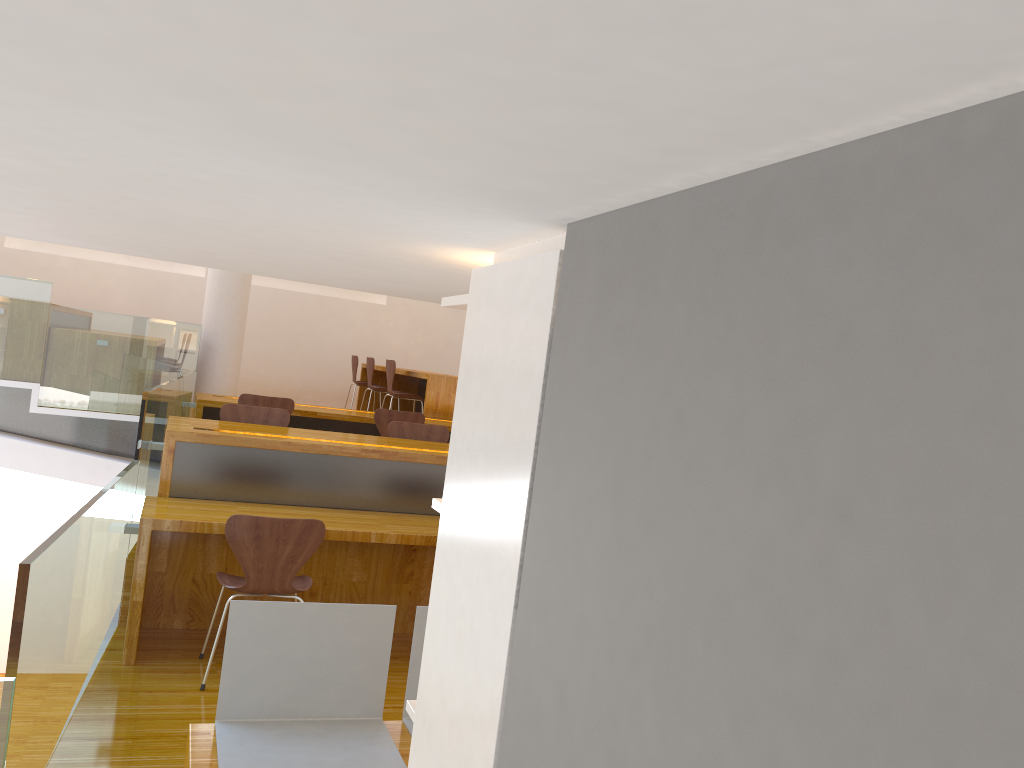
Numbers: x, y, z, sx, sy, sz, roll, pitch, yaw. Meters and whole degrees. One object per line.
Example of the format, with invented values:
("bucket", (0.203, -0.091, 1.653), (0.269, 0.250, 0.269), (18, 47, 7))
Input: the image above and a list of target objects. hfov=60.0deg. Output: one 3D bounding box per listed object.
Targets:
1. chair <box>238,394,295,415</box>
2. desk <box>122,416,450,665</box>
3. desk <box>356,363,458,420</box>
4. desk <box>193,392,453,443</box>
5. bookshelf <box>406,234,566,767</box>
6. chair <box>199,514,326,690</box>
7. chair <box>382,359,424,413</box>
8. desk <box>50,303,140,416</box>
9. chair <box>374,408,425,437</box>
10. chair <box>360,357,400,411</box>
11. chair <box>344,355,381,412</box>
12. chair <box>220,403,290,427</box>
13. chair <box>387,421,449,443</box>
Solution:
("chair", (-1.837, 0.419, 6.455), (0.428, 0.693, 0.381), (7, 0, -20))
("desk", (-0.243, 0.844, 4.760), (3.236, 0.918, 1.285), (7, 0, -20))
("desk", (-0.960, 0.176, 9.411), (0.760, 0.606, 3.185), (7, 0, -20))
("desk", (-0.959, 0.574, 7.307), (3.185, 0.606, 0.760), (7, 0, -20))
("bookshelf", (1.243, 0.886, 1.813), (2.984, 1.836, 0.498), (7, 0, -20))
("chair", (-1.033, 0.862, 3.690), (0.428, 0.693, 0.381), (7, 0, -20))
("chair", (-1.024, 0.137, 8.375), (0.381, 0.693, 0.428), (7, 0, -20))
("desk", (-4.075, -0.302, 8.202), (1.527, 0.785, 3.243), (7, 0, -20))
("chair", (-0.933, 0.533, 6.794), (0.428, 0.693, 0.381), (7, 0, -20))
("chair", (-1.359, 0.086, 9.286), (0.381, 0.693, 0.428), (7, 0, -20))
("chair", (-1.709, 0.032, 10.348), (0.381, 0.693, 0.428), (7, 0, -20))
("chair", (-1.456, 0.480, 4.946), (0.428, 0.693, 0.381), (7, 0, -20))
("chair", (-0.552, 0.594, 5.285), (0.428, 0.693, 0.381), (7, 0, -20))
